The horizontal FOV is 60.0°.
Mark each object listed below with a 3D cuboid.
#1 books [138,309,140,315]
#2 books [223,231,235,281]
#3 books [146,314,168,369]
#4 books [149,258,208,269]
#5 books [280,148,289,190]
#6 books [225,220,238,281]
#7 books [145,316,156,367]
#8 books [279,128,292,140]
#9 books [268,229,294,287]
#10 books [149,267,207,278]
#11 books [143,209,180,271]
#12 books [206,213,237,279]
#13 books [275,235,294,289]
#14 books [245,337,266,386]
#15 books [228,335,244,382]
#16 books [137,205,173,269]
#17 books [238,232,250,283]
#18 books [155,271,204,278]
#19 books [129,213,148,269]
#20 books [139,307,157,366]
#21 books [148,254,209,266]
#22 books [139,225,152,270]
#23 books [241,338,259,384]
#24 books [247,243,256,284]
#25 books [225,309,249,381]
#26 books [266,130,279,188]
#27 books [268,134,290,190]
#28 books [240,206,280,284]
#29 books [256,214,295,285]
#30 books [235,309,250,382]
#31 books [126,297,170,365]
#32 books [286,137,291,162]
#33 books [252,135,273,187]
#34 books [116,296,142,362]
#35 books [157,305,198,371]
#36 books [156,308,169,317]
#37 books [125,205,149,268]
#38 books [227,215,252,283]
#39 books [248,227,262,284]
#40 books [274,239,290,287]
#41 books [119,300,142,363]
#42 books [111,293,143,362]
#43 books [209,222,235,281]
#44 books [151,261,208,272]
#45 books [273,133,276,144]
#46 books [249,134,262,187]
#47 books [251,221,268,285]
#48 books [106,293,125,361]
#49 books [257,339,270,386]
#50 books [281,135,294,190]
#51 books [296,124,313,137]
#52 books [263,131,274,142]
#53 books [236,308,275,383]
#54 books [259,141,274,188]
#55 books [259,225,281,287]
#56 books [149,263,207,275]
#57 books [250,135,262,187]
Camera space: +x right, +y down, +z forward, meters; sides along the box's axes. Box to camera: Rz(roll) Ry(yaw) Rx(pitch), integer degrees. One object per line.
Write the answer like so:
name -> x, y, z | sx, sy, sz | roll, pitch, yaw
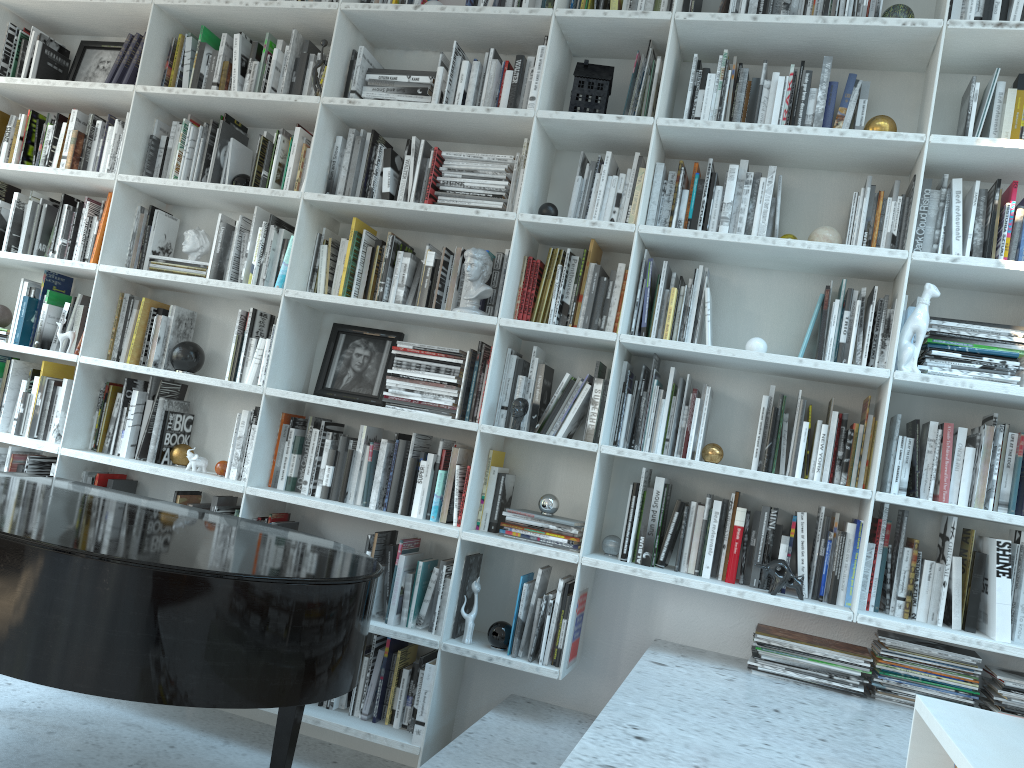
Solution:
books -> -1.497, -0.180, 3.650 | 0.025, 0.228, 0.153 | 9, -4, 17
books -> -1.105, -0.488, 3.590 | 0.024, 0.227, 0.138 | 9, -4, 17
books -> -1.400, -0.160, 3.612 | 0.028, 0.216, 0.175 | 9, -4, 17
books -> -1.318, -0.476, 3.637 | 0.285, 0.012, 0.159 | 9, -4, 19
books -> -0.878, -0.831, 3.561 | 0.011, 0.236, 0.130 | 9, -4, 17
books -> -1.083, -0.506, 3.570 | 0.022, 0.267, 0.151 | 9, -4, 17
books -> -1.418, -0.158, 3.621 | 0.011, 0.208, 0.180 | 9, -4, 17
books -> -0.907, -0.861, 3.571 | 0.033, 0.287, 0.155 | 9, -4, 17
books -> -0.900, -0.471, 3.527 | 0.022, 0.256, 0.152 | 9, -4, 17
books -> -1.326, -0.440, 3.630 | 0.254, 0.012, 0.161 | 9, -4, 13
books -> -1.458, -0.570, 3.687 | 0.021, 0.277, 0.136 | 9, -4, 17
books -> -1.161, -0.528, 3.586 | 0.012, 0.285, 0.159 | 9, -4, 17
books -> -0.845, -0.450, 3.485 | 0.060, 0.227, 0.179 | 9, -4, 17
books -> -0.965, -0.078, 3.483 | 0.057, 0.188, 0.156 | 9, -4, 17
books -> -1.054, -0.091, 3.510 | 0.025, 0.186, 0.154 | 9, -4, 17
books -> -1.499, -0.585, 3.717 | 0.011, 0.297, 0.136 | 9, -4, 17
books -> -1.041, -0.478, 3.560 | 0.048, 0.224, 0.149 | 9, -4, 17
books -> -1.326, -0.427, 3.638 | 0.254, 0.012, 0.161 | 9, -4, 17
books -> -1.523, -0.570, 3.704 | 0.024, 0.257, 0.134 | 9, -4, 17
books -> -1.452, -0.181, 3.637 | 0.014, 0.243, 0.153 | 9, -4, 17
books -> -1.318, -0.488, 3.633 | 0.285, 0.012, 0.159 | 9, -4, 13
books -> -1.488, -0.540, 3.698 | 0.034, 0.209, 0.136 | 9, -4, 17
books -> -1.002, -0.080, 3.510 | 0.030, 0.182, 0.154 | 9, -4, 17
books -> -0.998, -0.453, 3.552 | 0.025, 0.189, 0.140 | 9, -4, 17
books -> -1.062, -0.141, 3.523 | 0.012, 0.285, 0.159 | 9, -4, 17
books -> -0.928, -0.859, 3.565 | 0.005, 0.275, 0.157 | 9, -4, 17
books -> -0.898, -0.840, 3.530 | 0.013, 0.243, 0.189 | 9, -4, 17
books -> -1.007, -0.526, 3.547 | 0.010, 0.329, 0.173 | 9, -4, 17
books -> -0.939, -0.502, 3.519 | 0.011, 0.300, 0.178 | 9, -4, 17
books -> -1.025, -0.138, 3.519 | 0.011, 0.291, 0.156 | 9, -4, 17
books -> -1.474, -0.201, 3.624 | 0.026, 0.274, 0.190 | 9, -4, 17
books -> -0.867, -0.839, 3.546 | 0.017, 0.253, 0.139 | 9, -4, 17
books -> -0.976, -0.849, 3.556 | 0.005, 0.236, 0.178 | 9, -4, 17
books -> -1.550, -0.212, 3.673 | 0.026, 0.275, 0.154 | 9, -4, 17
books -> -1.365, -0.178, 3.620 | 0.028, 0.265, 0.145 | 9, -4, 17
books -> -1.427, -0.178, 3.647 | 0.028, 0.247, 0.143 | 9, -4, 17
books -> -1.536, -0.585, 3.716 | 0.012, 0.285, 0.159 | 9, -4, 17
books -> -1.068, -0.514, 3.555 | 0.012, 0.286, 0.167 | 9, -4, 17
books -> -0.973, -0.480, 3.528 | 0.028, 0.247, 0.170 | 9, -4, 17
books -> -0.880, -0.450, 3.519 | 0.026, 0.219, 0.150 | 9, -4, 17
books -> -1.523, -0.202, 3.657 | 0.036, 0.263, 0.167 | 9, -4, 17
books -> -1.574, -0.221, 3.676 | 0.025, 0.284, 0.145 | 9, -4, 17
books -> -1.136, -0.505, 3.571 | 0.030, 0.247, 0.174 | 9, -4, 17
books -> -1.321, -0.464, 3.634 | 0.254, 0.012, 0.161 | 9, -4, 14
books -> -0.939, -0.856, 3.579 | 0.009, 0.266, 0.149 | 9, -4, 17
books -> -1.005, -0.860, 3.595 | 0.005, 0.254, 0.161 | 9, -4, 17
books -> -0.956, -0.487, 3.513 | 0.012, 0.265, 0.193 | 9, -4, 17
books -> -1.600, -0.224, 3.693 | 0.012, 0.285, 0.159 | 9, -4, 17
books -> -0.926, -0.071, 3.476 | 0.024, 0.188, 0.172 | 9, -4, 17
books -> -0.854, -0.837, 3.535 | 0.006, 0.253, 0.180 | 9, -4, 17
books -> -0.843, -0.861, 3.537 | 0.006, 0.303, 0.165 | 9, -4, 17
books -> -0.993, -0.868, 3.601 | 0.012, 0.275, 0.129 | 9, -4, 17
books -> -1.014, -0.140, 3.513 | 0.012, 0.298, 0.166 | 9, -4, 17
books -> -0.945, -0.834, 3.544 | 0.006, 0.216, 0.181 | 9, -4, 17
books -> -0.926, -0.479, 3.514 | 0.023, 0.259, 0.170 | 9, -4, 17
books -> -1.324, -0.452, 3.629 | 0.254, 0.012, 0.161 | 9, -4, 12
books -> -0.991, -0.852, 3.570 | 0.005, 0.240, 0.174 | 9, -4, 17
